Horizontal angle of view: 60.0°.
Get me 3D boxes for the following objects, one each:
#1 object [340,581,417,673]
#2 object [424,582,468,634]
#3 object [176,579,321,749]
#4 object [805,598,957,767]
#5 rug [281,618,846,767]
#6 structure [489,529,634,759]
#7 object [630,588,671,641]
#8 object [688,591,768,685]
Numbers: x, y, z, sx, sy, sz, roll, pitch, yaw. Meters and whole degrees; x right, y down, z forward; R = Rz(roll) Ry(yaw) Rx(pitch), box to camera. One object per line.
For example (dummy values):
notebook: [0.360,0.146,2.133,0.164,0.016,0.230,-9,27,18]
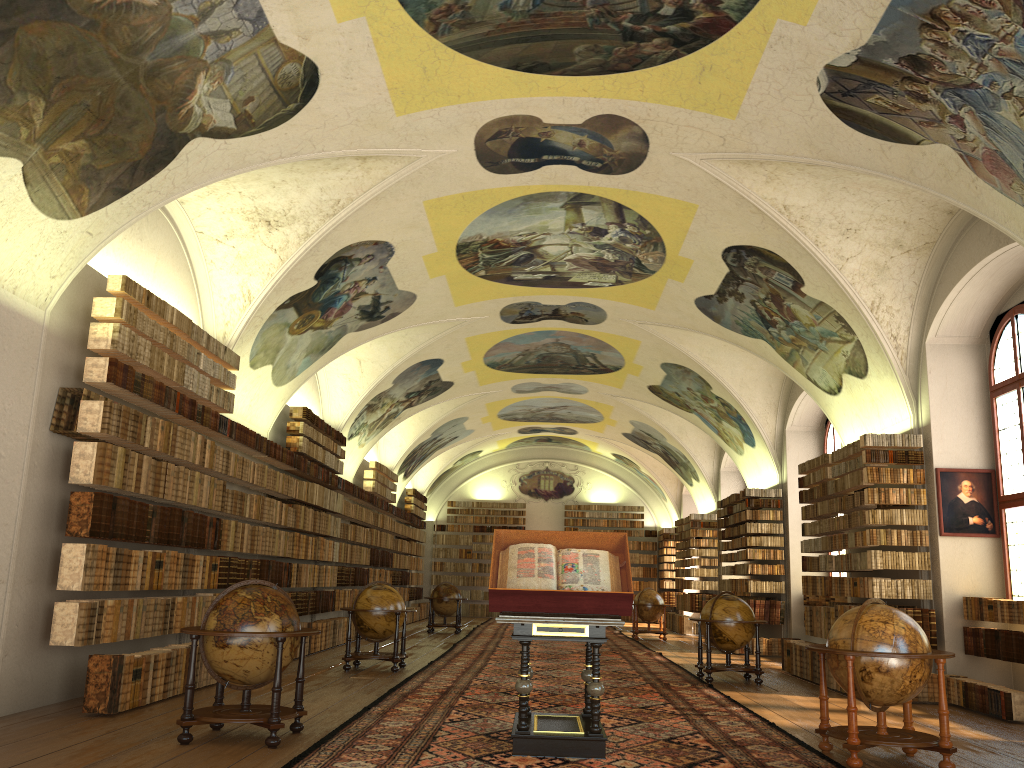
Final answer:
object: [-2.258,4.049,14.908,1.280,1.443,1.282,-8,-15,39]
object: [-1.923,6.450,25.626,1.281,1.443,1.282,-10,-17,43]
object: [-2.467,2.578,8.342,1.281,1.443,1.282,10,-15,-34]
object: [3.369,2.703,8.130,1.280,1.443,1.282,-8,-15,39]
rug: [0.872,5.530,18.036,4.704,0.064,37.054,1,-13,2]
structure: [0.437,2.419,8.452,1.245,1.973,1.899,1,-12,2]
object: [3.921,6.573,25.402,1.281,1.443,1.282,-10,-17,43]
object: [3.580,4.174,14.696,1.281,1.443,1.282,10,-15,-34]
